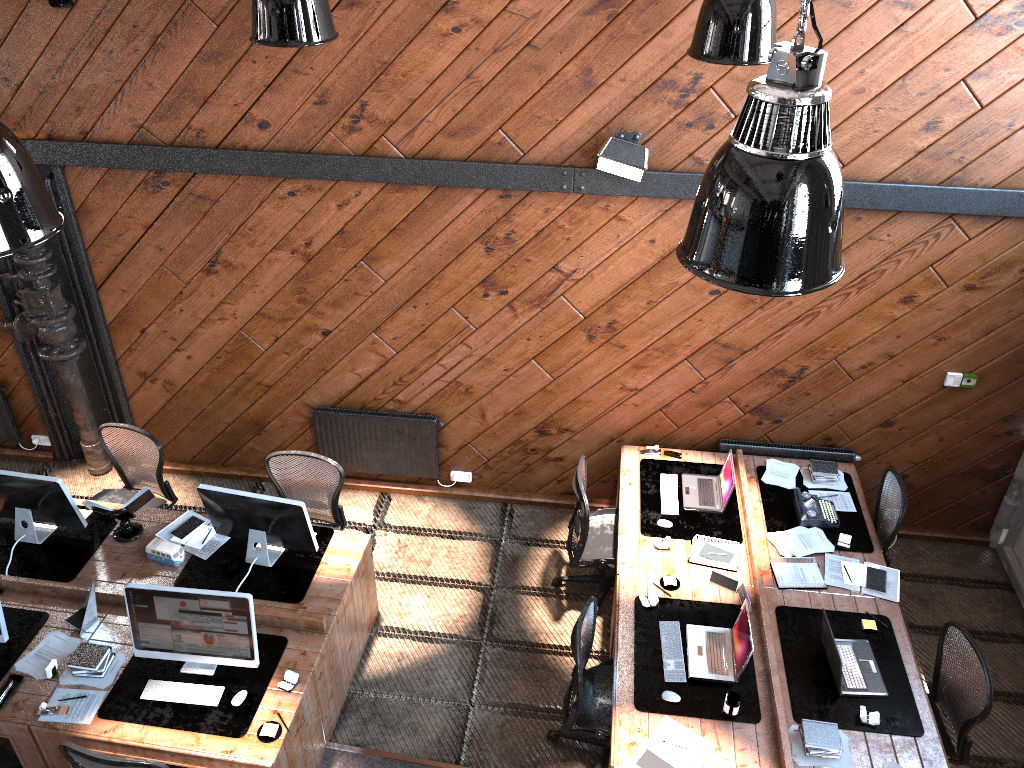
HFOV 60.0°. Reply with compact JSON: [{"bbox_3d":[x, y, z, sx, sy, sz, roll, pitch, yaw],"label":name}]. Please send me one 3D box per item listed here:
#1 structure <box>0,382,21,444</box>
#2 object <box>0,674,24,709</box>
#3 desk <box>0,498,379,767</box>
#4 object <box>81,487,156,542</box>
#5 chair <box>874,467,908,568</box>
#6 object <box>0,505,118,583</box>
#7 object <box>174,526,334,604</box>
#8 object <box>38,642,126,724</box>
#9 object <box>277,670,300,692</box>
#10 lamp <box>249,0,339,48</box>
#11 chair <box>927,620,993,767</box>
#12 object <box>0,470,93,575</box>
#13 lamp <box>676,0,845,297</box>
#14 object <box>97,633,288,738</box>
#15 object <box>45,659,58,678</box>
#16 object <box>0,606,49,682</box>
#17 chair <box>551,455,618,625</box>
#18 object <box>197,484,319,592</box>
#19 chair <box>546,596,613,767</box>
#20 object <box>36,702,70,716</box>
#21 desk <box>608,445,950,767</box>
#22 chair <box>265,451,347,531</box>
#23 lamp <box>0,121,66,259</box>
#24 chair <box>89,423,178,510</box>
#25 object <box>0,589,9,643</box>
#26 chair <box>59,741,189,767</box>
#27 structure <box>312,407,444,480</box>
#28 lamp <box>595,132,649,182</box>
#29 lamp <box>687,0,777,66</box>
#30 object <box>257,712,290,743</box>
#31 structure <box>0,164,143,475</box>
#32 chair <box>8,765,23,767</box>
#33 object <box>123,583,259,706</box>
[{"bbox_3d":[-4.731,0.218,7.563,1.064,0.628,0.073,4,34,6],"label":"structure"},{"bbox_3d":[-2.795,1.698,4.898,0.089,0.031,0.215,4,34,6],"label":"object"},{"bbox_3d":[-3.124,1.561,5.721,4.117,0.840,1.748,6,34,7],"label":"desk"},{"bbox_3d":[-2.583,0.840,5.869,0.417,0.380,0.304,-11,35,-17],"label":"object"},{"bbox_3d":[2.361,1.131,6.235,0.792,1.085,0.770,-2,34,-4],"label":"chair"},{"bbox_3d":[-3.146,1.029,5.921,0.848,0.008,0.687,5,34,7],"label":"object"},{"bbox_3d":[-1.666,1.131,5.791,0.848,0.008,0.687,5,34,7],"label":"object"},{"bbox_3d":[-2.395,1.643,4.924,0.319,0.098,0.478,3,34,4],"label":"object"},{"bbox_3d":[-1.250,1.659,4.950,0.082,0.063,0.106,14,36,20],"label":"object"},{"bbox_3d":[-1.119,-2.787,3.951,0.445,2.372,0.445,11,35,16],"label":"lamp"},{"bbox_3d":[2.272,1.913,5.053,0.792,1.085,0.770,-7,34,-12],"label":"chair"},{"bbox_3d":[-3.169,0.756,5.843,0.642,0.578,0.772,-22,40,-30],"label":"object"},{"bbox_3d":[0.697,-1.335,1.810,0.445,2.372,0.445,-21,39,-29],"label":"lamp"},{"bbox_3d":[-1.782,1.647,5.010,0.848,0.008,0.687,5,34,7],"label":"object"},{"bbox_3d":[-2.584,1.604,4.982,0.034,0.102,0.076,5,34,6],"label":"object"},{"bbox_3d":[-3.261,1.540,5.149,0.848,0.008,0.687,5,34,7],"label":"object"},{"bbox_3d":[0.700,1.051,6.329,0.792,1.085,0.770,-7,34,-12],"label":"chair"},{"bbox_3d":[-1.588,0.891,5.665,0.663,0.578,0.811,-15,37,-23],"label":"object"},{"bbox_3d":[0.618,1.800,5.198,0.792,1.085,0.770,-2,34,-4],"label":"chair"},{"bbox_3d":[-2.486,1.749,4.794,0.159,0.064,0.054,-2,34,-4],"label":"object"},{"bbox_3d":[1.457,1.934,5.231,1.748,0.840,4.117,4,34,6],"label":"desk"},{"bbox_3d":[-1.468,1.066,6.273,0.770,1.085,0.792,-2,34,-4],"label":"chair"},{"bbox_3d":[-1.590,-1.446,2.035,0.445,2.372,0.445,18,37,24],"label":"lamp"},{"bbox_3d":[-2.821,0.892,6.514,0.770,1.085,0.792,4,34,5],"label":"chair"},{"bbox_3d":[-3.221,1.312,5.001,0.654,0.576,0.735,-21,39,-29],"label":"object"},{"bbox_3d":[-1.927,2.086,4.727,0.770,1.085,0.792,-2,34,-4],"label":"chair"},{"bbox_3d":[-1.071,0.495,7.201,1.064,0.628,0.073,4,34,6],"label":"structure"},{"bbox_3d":[0.686,-1.412,5.581,0.328,0.287,0.283,4,34,5],"label":"lamp"},{"bbox_3d":[1.109,-2.632,3.773,0.445,2.372,0.445,3,34,3],"label":"lamp"},{"bbox_3d":[-1.281,1.835,4.716,0.154,0.026,0.158,-21,39,-30],"label":"object"},{"bbox_3d":[-3.682,-0.438,7.028,1.003,2.745,0.500,8,34,10],"label":"structure"},{"bbox_3d":[-3.275,1.981,4.865,0.770,1.085,0.792,4,34,5],"label":"chair"},{"bbox_3d":[-1.763,1.357,4.954,0.714,0.573,0.610,4,34,5],"label":"object"}]
